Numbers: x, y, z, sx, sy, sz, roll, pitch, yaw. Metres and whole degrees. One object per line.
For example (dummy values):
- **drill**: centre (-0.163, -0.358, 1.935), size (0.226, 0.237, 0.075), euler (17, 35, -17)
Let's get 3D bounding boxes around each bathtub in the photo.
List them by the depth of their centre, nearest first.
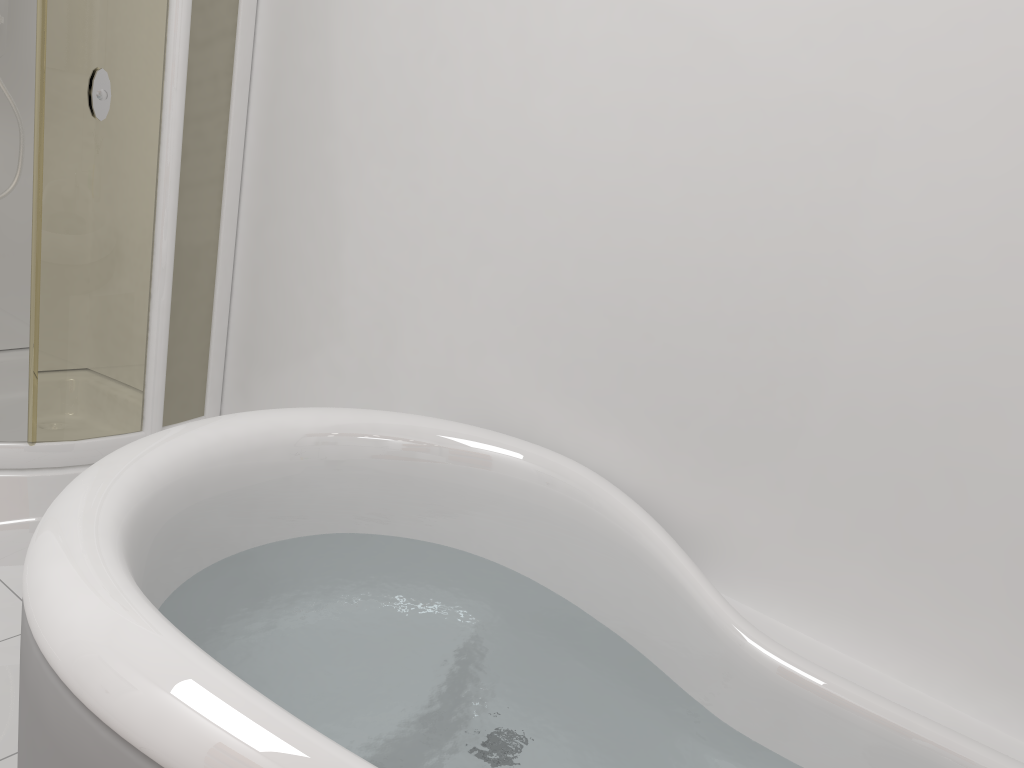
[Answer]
- **bathtub**: centre (0.131, 0.647, 1.210), size (1.863, 0.674, 1.055), euler (22, 20, 33)

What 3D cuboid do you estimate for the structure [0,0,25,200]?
- **structure**: centre (-1.229, -1.088, 2.173), size (0.358, 1.343, 0.201), euler (22, 20, 33)

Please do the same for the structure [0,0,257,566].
- **structure**: centre (-1.257, -0.743, 2.092), size (0.933, 2.234, 0.932), euler (22, 20, 33)
